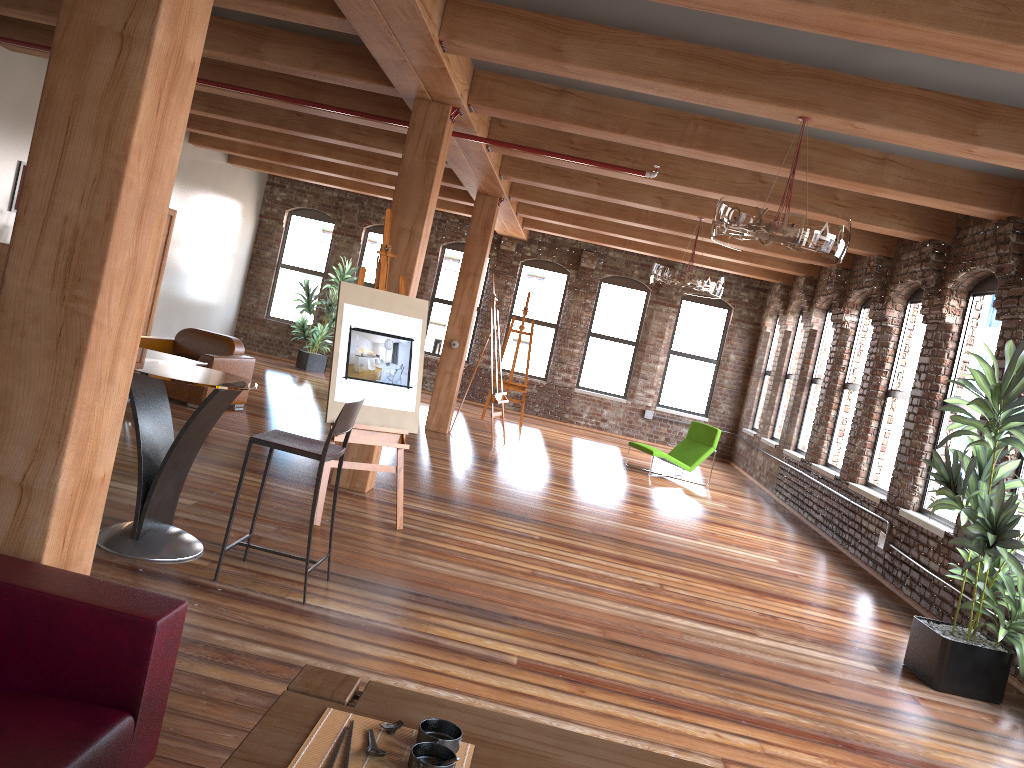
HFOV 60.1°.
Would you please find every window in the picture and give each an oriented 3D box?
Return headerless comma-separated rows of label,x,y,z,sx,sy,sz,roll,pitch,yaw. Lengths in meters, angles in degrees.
window,3.285,-0.515,15.948,0.969,2.217,0.219,13,1,4
window,-3.896,-2.177,16.506,0.969,2.168,0.086,13,1,4
window,-2.443,-1.846,16.406,0.969,2.168,0.086,13,1,4
window,3.885,0.066,8.889,0.236,2.213,0.969,13,1,3
window,0.404,-1.165,16.144,0.969,2.226,0.221,13,1,4
window,3.682,0.208,5.961,0.235,2.213,0.969,13,1,3
window,4.185,-0.146,13.279,0.232,2.213,0.969,13,1,3
window,4.085,-0.075,11.814,0.233,2.213,0.969,13,1,3
window,4.288,-0.218,14.769,0.232,2.213,0.969,13,1,3
window,3.782,0.137,7.426,0.232,2.213,0.969,13,1,3
window,1.838,-0.844,16.047,0.969,2.217,0.219,13,1,4
window,-1.023,-1.490,16.242,0.969,2.226,0.221,13,1,4
window,3.983,-0.005,10.354,0.230,2.213,0.969,13,1,3

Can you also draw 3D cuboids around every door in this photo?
door,-5.305,-1.530,12.639,0.226,2.118,1.031,13,1,3

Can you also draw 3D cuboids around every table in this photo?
table,-3.441,0.017,7.421,0.940,0.559,1.872,13,3,3
table,-1.784,0.388,4.590,0.725,0.923,0.719,14,2,28
table,0.231,1.201,1.775,1.751,0.549,0.901,13,3,4

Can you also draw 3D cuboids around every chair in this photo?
chair,2.159,0.858,11.943,0.953,0.795,0.683,12,2,-21
chair,-1.393,0.805,1.906,0.866,0.592,1.072,13,3,3
chair,-3.460,-0.208,9.494,1.066,0.735,0.829,13,3,14
chair,-1.095,0.514,4.453,0.467,0.981,0.430,13,1,4

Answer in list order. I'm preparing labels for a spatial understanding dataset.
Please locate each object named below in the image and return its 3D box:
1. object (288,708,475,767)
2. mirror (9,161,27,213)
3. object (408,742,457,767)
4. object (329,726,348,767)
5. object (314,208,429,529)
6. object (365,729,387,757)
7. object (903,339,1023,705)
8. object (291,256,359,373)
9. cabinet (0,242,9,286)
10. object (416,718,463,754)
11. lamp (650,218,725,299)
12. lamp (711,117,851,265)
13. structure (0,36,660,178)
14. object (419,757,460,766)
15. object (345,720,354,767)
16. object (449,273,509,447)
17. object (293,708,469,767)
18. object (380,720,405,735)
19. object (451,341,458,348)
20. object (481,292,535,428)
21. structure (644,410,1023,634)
object,-0.273,0.802,1.813,0.352,0.001,0.469,13,4,3
mirror,-5.256,-2.120,9.768,0.025,0.547,0.695,13,3,3
object,-0.169,0.799,1.864,0.099,0.043,0.098,15,4,41
object,-0.368,0.774,1.850,0.007,0.008,0.271,13,4,-1
object,-0.953,-0.153,6.107,0.698,2.139,0.688,12,2,-36
object,-0.297,0.774,1.915,0.045,0.030,0.154,12,4,-12
object,2.898,0.779,5.286,0.969,2.102,1.078,13,2,17
object,-3.377,-1.281,15.678,1.077,2.102,0.970,12,2,-18
cabinet,-5.319,-0.889,9.864,0.419,1.208,1.187,13,2,3
object,-0.163,0.793,1.982,0.099,0.043,0.098,14,4,29
lamp,1.981,-1.418,9.692,0.814,0.814,0.806,14,3,40
lamp,1.682,-1.208,5.354,0.805,0.814,0.814,10,3,-44
structure,-2.064,-2.554,7.780,6.812,0.112,0.051,13,1,4
object,-0.147,0.778,1.838,0.045,0.079,0.138,12,3,-31
object,-0.347,0.776,1.885,0.007,0.008,0.271,12,4,-7
object,-0.254,-0.334,11.390,0.686,2.139,0.661,13,1,14
object,-0.274,0.802,1.814,0.332,0.003,0.471,13,4,3
object,-0.273,0.778,2.004,0.058,0.021,0.018,9,4,-44
object,-0.730,-0.500,11.231,0.095,0.095,0.061,13,2,4
object,0.059,-0.445,14.229,0.662,2.139,0.685,13,1,-1
structure,3.475,1.293,9.117,1.632,0.313,13.736,12,4,-4
